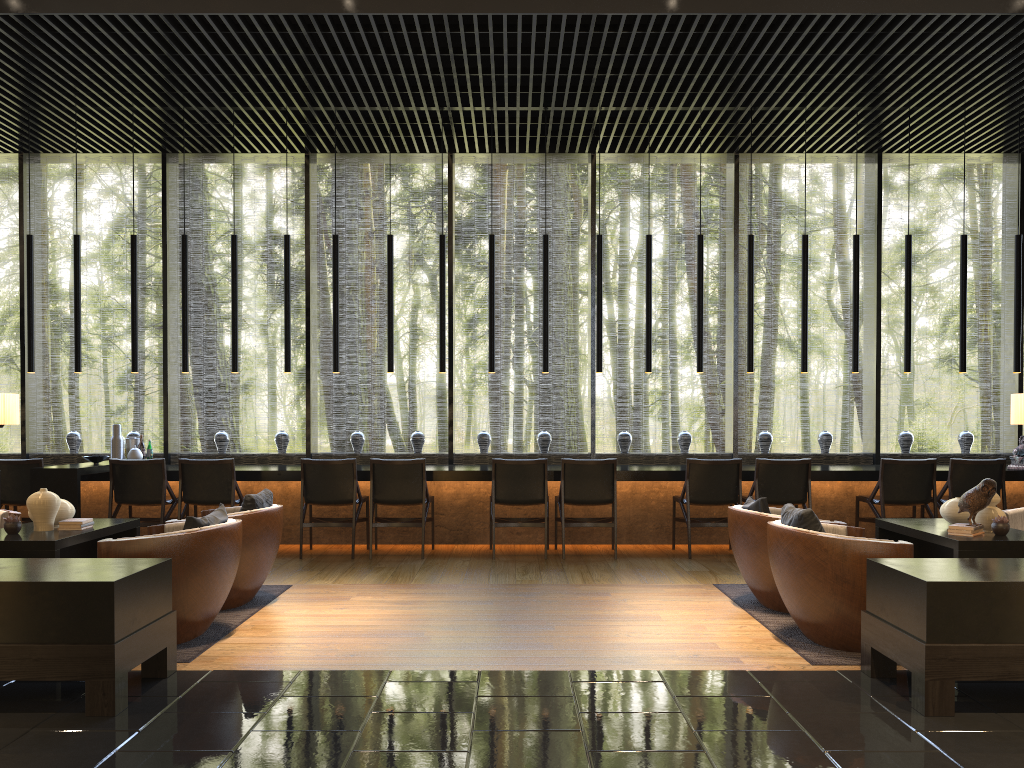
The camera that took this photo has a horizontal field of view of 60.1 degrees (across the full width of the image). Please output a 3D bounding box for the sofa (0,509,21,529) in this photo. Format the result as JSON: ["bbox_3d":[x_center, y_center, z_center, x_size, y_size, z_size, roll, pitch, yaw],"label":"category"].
[{"bbox_3d":[-3.462,1.001,5.078,0.602,0.693,1.450,0,-2,0],"label":"sofa"}]

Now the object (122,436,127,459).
[{"bbox_3d":[-3.703,0.570,8.352,0.129,0.306,0.129,0,0,-14],"label":"object"}]

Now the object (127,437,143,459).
[{"bbox_3d":[-3.535,0.611,8.303,0.135,0.218,0.135,0,0,-13],"label":"object"}]

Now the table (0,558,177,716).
[{"bbox_3d":[-2.492,1.024,3.680,1.959,0.513,0.620,0,-1,0],"label":"table"}]

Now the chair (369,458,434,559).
[{"bbox_3d":[-0.948,1.039,7.547,0.525,0.828,0.563,0,0,0],"label":"chair"}]

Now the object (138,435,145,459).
[{"bbox_3d":[-3.540,0.608,8.460,0.067,0.238,0.067,0,1,-6],"label":"object"}]

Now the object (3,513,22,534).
[{"bbox_3d":[-2.718,0.760,4.820,0.091,0.112,0.091,0,0,-38],"label":"object"}]

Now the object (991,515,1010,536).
[{"bbox_3d":[2.629,0.757,4.763,0.091,0.112,0.091,0,0,-38],"label":"object"}]

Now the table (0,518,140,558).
[{"bbox_3d":[-2.634,1.085,5.070,0.575,0.517,1.042,0,-2,0],"label":"table"}]

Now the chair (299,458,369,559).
[{"bbox_3d":[-1.523,1.039,7.547,0.525,0.828,0.563,0,0,0],"label":"chair"}]

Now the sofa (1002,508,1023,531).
[{"bbox_3d":[3.359,1.000,5.060,0.602,0.693,1.450,0,-2,0],"label":"sofa"}]

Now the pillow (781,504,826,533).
[{"bbox_3d":[1.525,0.809,4.597,0.222,0.362,0.399,0,-1,1],"label":"pillow"}]

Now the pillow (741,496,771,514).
[{"bbox_3d":[1.523,0.849,5.455,0.205,0.338,0.442,0,-1,7],"label":"pillow"}]

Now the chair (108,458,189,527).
[{"bbox_3d":[-3.112,1.039,7.547,0.525,0.828,0.563,0,0,0],"label":"chair"}]

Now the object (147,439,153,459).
[{"bbox_3d":[-3.500,0.632,8.554,0.056,0.197,0.056,0,1,2],"label":"object"}]

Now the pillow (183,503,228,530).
[{"bbox_3d":[-1.626,0.816,4.678,0.205,0.338,0.442,0,-1,7],"label":"pillow"}]

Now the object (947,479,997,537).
[{"bbox_3d":[2.492,0.659,4.763,0.174,0.309,0.229,0,0,-44],"label":"object"}]

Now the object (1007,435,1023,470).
[{"bbox_3d":[4.594,0.612,7.942,0.162,0.310,0.207,0,0,-20],"label":"object"}]

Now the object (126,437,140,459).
[{"bbox_3d":[-3.651,0.620,8.520,0.169,0.219,0.169,0,0,-5],"label":"object"}]

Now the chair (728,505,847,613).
[{"bbox_3d":[1.643,1.062,5.455,0.606,0.604,0.804,0,-1,0],"label":"chair"}]

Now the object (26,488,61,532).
[{"bbox_3d":[-2.628,0.704,4.969,0.171,0.236,0.171,0,0,35],"label":"object"}]

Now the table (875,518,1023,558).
[{"bbox_3d":[2.580,1.085,5.070,0.575,0.517,1.042,0,-2,0],"label":"table"}]

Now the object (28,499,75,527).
[{"bbox_3d":[-2.685,0.750,5.166,0.245,0.168,0.245,0,-1,3],"label":"object"}]

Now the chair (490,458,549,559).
[{"bbox_3d":[0.065,1.039,7.547,0.525,0.828,0.563,0,0,0],"label":"chair"}]

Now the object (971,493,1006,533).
[{"bbox_3d":[2.632,0.689,4.886,0.174,0.257,0.174,0,0,20],"label":"object"}]

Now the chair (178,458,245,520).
[{"bbox_3d":[-2.537,1.039,7.547,0.525,0.828,0.563,0,0,0],"label":"chair"}]

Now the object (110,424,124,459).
[{"bbox_3d":[-3.659,0.544,8.203,0.113,0.345,0.113,0,1,-5],"label":"object"}]

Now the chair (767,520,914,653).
[{"bbox_3d":[1.643,1.026,4.600,0.606,0.604,0.804,0,-1,0],"label":"chair"}]

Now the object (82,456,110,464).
[{"bbox_3d":[-3.641,0.667,7.752,0.227,0.067,0.227,0,-2,3],"label":"object"}]

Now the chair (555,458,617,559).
[{"bbox_3d":[0.640,1.039,7.547,0.525,0.828,0.563,0,0,0],"label":"chair"}]

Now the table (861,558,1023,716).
[{"bbox_3d":[2.553,1.024,3.680,1.959,0.513,0.620,0,-1,0],"label":"table"}]

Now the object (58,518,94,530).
[{"bbox_3d":[-2.489,0.800,5.055,0.138,0.051,0.174,0,-2,-4],"label":"object"}]

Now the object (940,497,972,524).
[{"bbox_3d":[2.632,0.748,5.166,0.245,0.168,0.245,1,-2,-42],"label":"object"}]

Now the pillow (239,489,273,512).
[{"bbox_3d":[-1.628,0.848,5.536,0.222,0.362,0.399,0,-1,1],"label":"pillow"}]
